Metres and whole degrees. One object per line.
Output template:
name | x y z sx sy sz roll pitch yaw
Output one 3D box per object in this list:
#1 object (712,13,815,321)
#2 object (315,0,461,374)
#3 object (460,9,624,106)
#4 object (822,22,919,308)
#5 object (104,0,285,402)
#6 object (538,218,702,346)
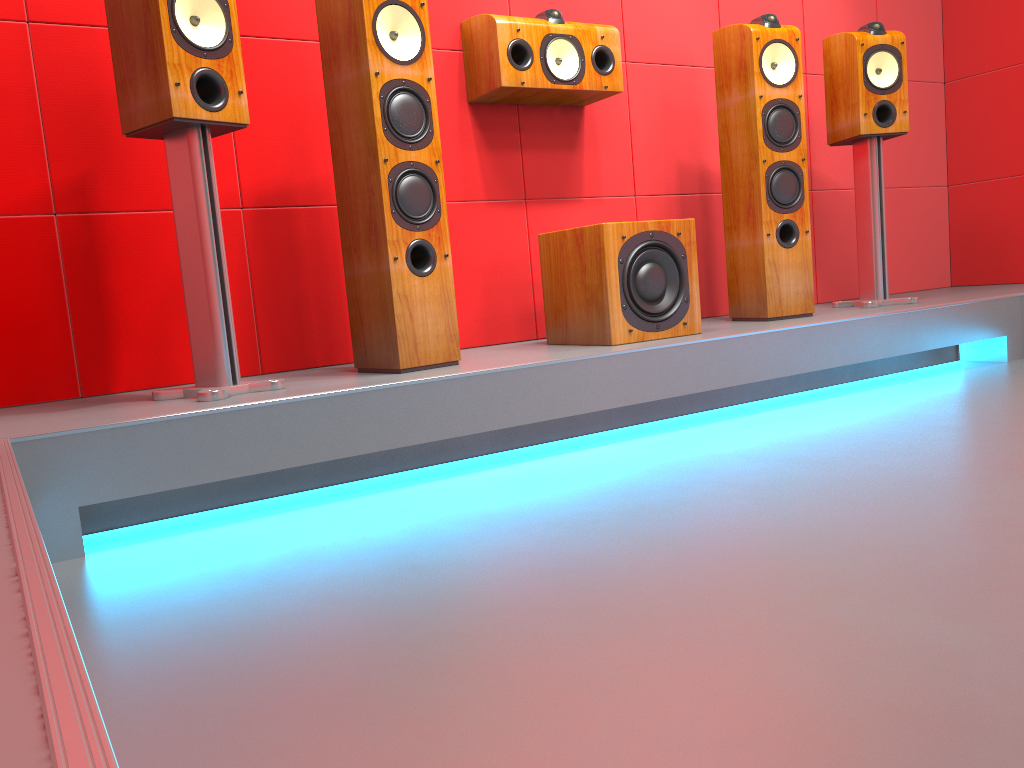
object | 0.901 -0.759 3.172 0.203 1.052 0.238 -7 7 -21
object | -0.333 -0.564 2.407 0.203 1.052 0.238 -11 8 -40
object | 0.108 -1.116 3.020 0.493 0.271 0.235 -9 7 -31
object | 1.380 -0.833 3.432 0.231 1.058 0.265 -6 6 -11
object | -0.773 -0.498 2.144 0.265 1.058 0.231 0 8 39
object | 0.344 -0.322 2.829 0.360 0.360 0.360 -9 7 -31
